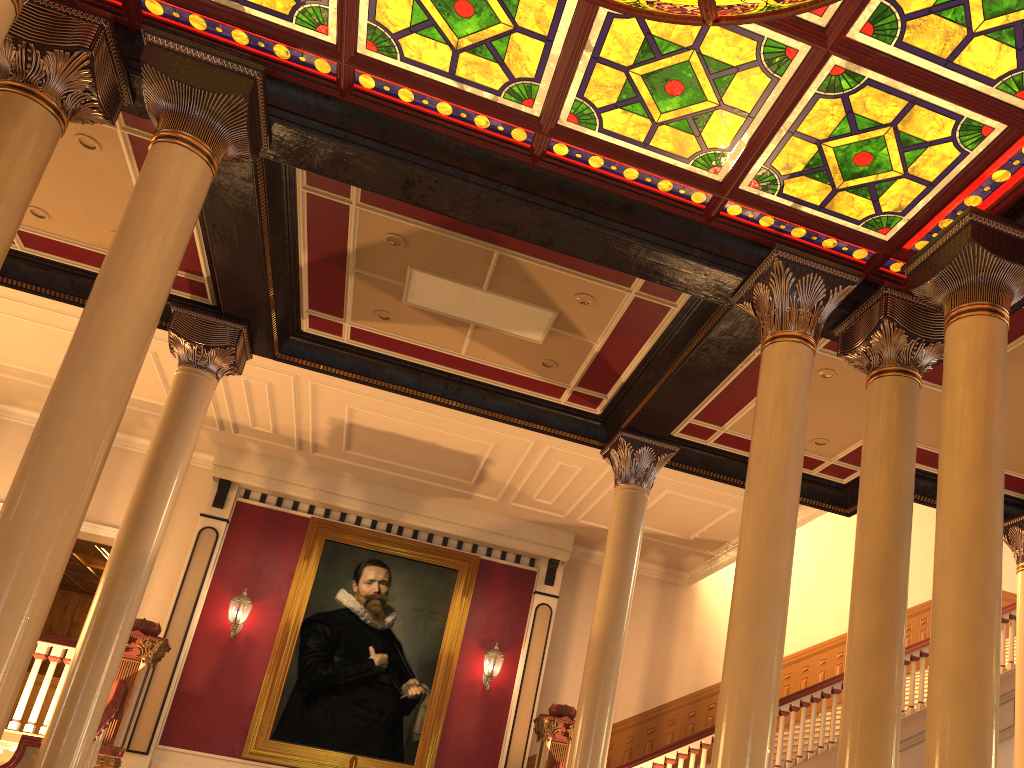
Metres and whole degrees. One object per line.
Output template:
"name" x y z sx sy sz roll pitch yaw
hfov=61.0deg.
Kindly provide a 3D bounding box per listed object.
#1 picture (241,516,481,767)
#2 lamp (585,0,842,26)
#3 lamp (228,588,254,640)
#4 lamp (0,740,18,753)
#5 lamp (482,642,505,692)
"picture" -2.033 3.781 12.350 2.607 3.288 0.056 16 -20 -12
"lamp" 0.686 -2.410 3.056 3.072 0.576 3.084 15 -27 -11
"lamp" -3.723 3.132 11.849 0.325 0.695 0.406 15 -21 -8
"lamp" -4.540 3.826 6.899 0.613 1.916 0.577 22 -22 -26
"lamp" -0.294 4.107 12.625 0.325 0.695 0.406 15 -21 -8
